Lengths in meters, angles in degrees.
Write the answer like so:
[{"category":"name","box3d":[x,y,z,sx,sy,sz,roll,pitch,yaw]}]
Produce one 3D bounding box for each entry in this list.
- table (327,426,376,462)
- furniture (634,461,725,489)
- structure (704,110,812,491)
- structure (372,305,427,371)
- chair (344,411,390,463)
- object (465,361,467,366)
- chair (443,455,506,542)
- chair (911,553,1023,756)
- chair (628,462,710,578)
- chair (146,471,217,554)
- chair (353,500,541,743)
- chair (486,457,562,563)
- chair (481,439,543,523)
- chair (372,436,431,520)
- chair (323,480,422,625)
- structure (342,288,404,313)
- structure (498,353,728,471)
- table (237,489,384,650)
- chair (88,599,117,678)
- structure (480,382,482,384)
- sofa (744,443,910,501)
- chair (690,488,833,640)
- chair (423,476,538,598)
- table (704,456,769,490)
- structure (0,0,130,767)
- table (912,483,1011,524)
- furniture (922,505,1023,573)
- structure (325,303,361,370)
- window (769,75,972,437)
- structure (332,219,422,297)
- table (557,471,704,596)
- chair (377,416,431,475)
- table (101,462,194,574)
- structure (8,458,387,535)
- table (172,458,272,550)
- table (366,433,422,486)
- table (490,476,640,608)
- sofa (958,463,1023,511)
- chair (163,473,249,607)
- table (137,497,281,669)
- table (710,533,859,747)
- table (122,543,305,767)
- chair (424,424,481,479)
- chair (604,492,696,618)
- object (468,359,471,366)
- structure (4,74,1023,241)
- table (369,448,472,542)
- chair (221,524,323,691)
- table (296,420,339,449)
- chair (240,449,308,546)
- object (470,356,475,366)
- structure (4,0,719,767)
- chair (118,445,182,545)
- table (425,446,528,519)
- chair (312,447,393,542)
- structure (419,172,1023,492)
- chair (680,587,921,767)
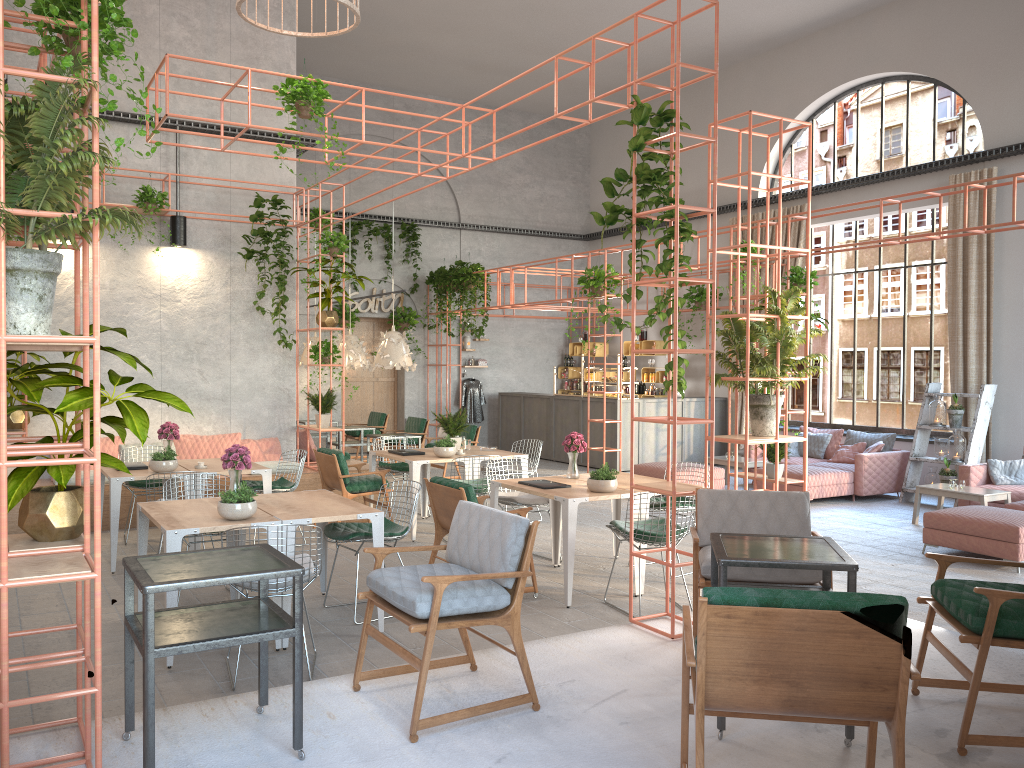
[{"category":"table","box3d":[-2.613,1.101,14.404,0.635,0.798,0.602,0,2,-31]},{"category":"furniture","box3d":[2.326,1.344,12.502,0.941,0.446,0.976,0,2,-31]},{"category":"structure","box3d":[1.793,-0.097,6.492,0.624,3.602,0.424,0,2,-31]},{"category":"structure","box3d":[-2.272,-1.029,17.954,0.950,1.527,0.921,-1,2,-32]},{"category":"chair","box3d":[-2.699,0.988,16.373,0.685,0.930,0.722,0,2,-31]},{"category":"object","box3d":[-0.961,-0.463,18.542,0.055,0.164,0.092,0,1,-12]},{"category":"chair","box3d":[-0.386,1.159,9.061,0.565,0.941,0.717,0,1,-14]},{"category":"chair","box3d":[2.283,1.111,4.031,0.685,0.914,0.722,1,1,9]},{"category":"chair","box3d":[1.430,1.194,7.986,0.717,0.941,0.565,-1,2,-34]},{"category":"chair","box3d":[-2.814,1.179,7.622,0.565,0.941,0.717,0,1,-14]},{"category":"chair","box3d":[-0.321,1.082,4.303,0.685,0.929,0.722,0,2,-31]},{"category":"chair","box3d":[0.095,1.180,8.269,0.565,0.941,0.717,0,2,-29]},{"category":"chair","box3d":[-0.004,1.131,10.371,0.717,0.941,0.565,-1,2,-34]},{"category":"chair","box3d":[-1.339,1.117,10.654,0.565,0.941,0.717,0,2,-29]},{"category":"chair","box3d":[-1.039,1.213,6.580,0.717,0.941,0.565,-1,2,-34]},{"category":"structure","box3d":[-2.743,-1.654,17.546,1.312,0.505,0.063,0,2,-31]},{"category":"structure","box3d":[1.858,0.436,17.406,2.579,2.022,4.057,0,2,-31]},{"category":"table","box3d":[-1.464,1.262,6.307,0.694,0.830,1.214,0,2,-31]},{"category":"chair","box3d":[-1.360,1.122,2.334,0.685,0.929,0.722,0,2,-31]},{"category":"structure","box3d":[-0.657,-0.031,18.798,0.066,0.044,0.019,0,2,-31]},{"category":"sofa","box3d":[4.196,1.238,12.850,1.960,0.672,2.219,0,2,-30]},{"category":"chair","box3d":[1.373,1.084,4.972,0.722,0.914,0.685,1,1,9]},{"category":"chair","box3d":[-0.267,1.210,7.071,0.685,0.917,0.722,0,2,-31]},{"category":"table","box3d":[3.322,1.334,13.138,0.520,0.455,0.916,0,2,-31]},{"category":"structure","box3d":[-1.757,-0.240,3.179,0.748,3.623,0.722,0,2,-31]},{"category":"table","box3d":[5.124,1.418,10.098,0.520,0.455,0.916,0,2,-31]},{"category":"furniture","box3d":[4.670,1.449,8.546,0.941,0.446,0.976,0,2,-31]},{"category":"structure","box3d":[-3.386,-1.039,17.244,0.921,1.527,0.950,0,1,3]},{"category":"window","box3d":[5.660,-2.012,14.092,0.089,5.538,4.127,0,2,-31]},{"category":"structure","box3d":[-2.679,-2.489,17.438,1.939,1.514,0.856,-1,2,-37]},{"category":"table","box3d":[1.007,1.255,7.715,0.694,0.830,1.214,0,2,-31]},{"category":"chair","box3d":[-1.815,1.027,14.883,0.685,0.930,0.722,0,2,-31]},{"category":"table","box3d":[-3.453,1.204,8.302,0.694,0.830,1.205,0,2,-31]},{"category":"structure","box3d":[-4.970,1.273,12.705,4.386,0.500,5.831,0,2,-31]},{"category":"table","box3d":[-2.856,1.199,8.661,0.694,0.830,1.214,0,2,-31]},{"category":"table","box3d":[-1.719,1.141,12.895,0.635,0.798,0.602,0,2,-31]},{"category":"table","box3d":[0.409,1.261,7.356,0.694,0.830,1.205,0,2,-31]},{"category":"sofa","box3d":[5.997,1.319,9.809,1.960,0.672,2.219,0,2,-30]},{"category":"chair","box3d":[-2.374,1.199,6.863,0.565,0.941,0.717,0,2,-29]},{"category":"table","box3d":[-2.059,1.266,5.950,0.694,0.830,1.205,0,2,-31]},{"category":"table","box3d":[1.241,1.158,4.133,0.602,0.798,0.635,1,1,9]},{"category":"table","box3d":[-1.271,1.153,3.752,0.635,0.798,0.602,0,2,-31]},{"category":"chair","box3d":[-0.913,1.068,13.360,0.685,0.929,0.722,0,2,-31]},{"category":"chair","box3d":[1.048,1.223,6.676,0.565,0.941,0.717,0,1,-14]},{"category":"object","box3d":[-0.895,-0.457,18.557,0.063,0.151,0.063,-1,2,-45]},{"category":"structure","box3d":[-0.950,-3.076,9.850,15.603,0.110,15.203,0,2,-31]},{"category":"table","box3d":[-1.025,1.185,9.741,0.694,0.830,1.205,0,2,-31]},{"category":"chair","box3d":[-1.420,1.241,5.270,0.565,0.941,0.717,0,1,-14]},{"category":"table","box3d":[-3.507,1.061,15.913,0.635,0.798,0.602,0,2,-31]},{"category":"chair","box3d":[-2.433,1.151,8.932,0.717,0.941,0.565,-1,2,-34]},{"category":"object","box3d":[-0.825,-0.484,18.608,0.081,0.204,0.081,0,2,-30]},{"category":"structure","box3d":[-3.889,-0.797,10.349,4.501,4.345,14.096,0,2,-32]},{"category":"chair","box3d":[-3.768,1.137,9.215,0.565,0.941,0.717,0,2,-29]},{"category":"table","box3d":[-0.427,1.180,10.100,0.694,0.830,1.214,0,2,-31]},{"category":"chair","box3d":[-1.701,1.147,9.457,0.685,0.917,0.722,0,2,-31]},{"category":"structure","box3d":[3.414,-0.255,12.840,4.157,4.247,14.689,0,2,-31]},{"category":"chair","box3d":[0.969,1.123,3.106,0.722,0.917,0.685,1,1,9]}]
